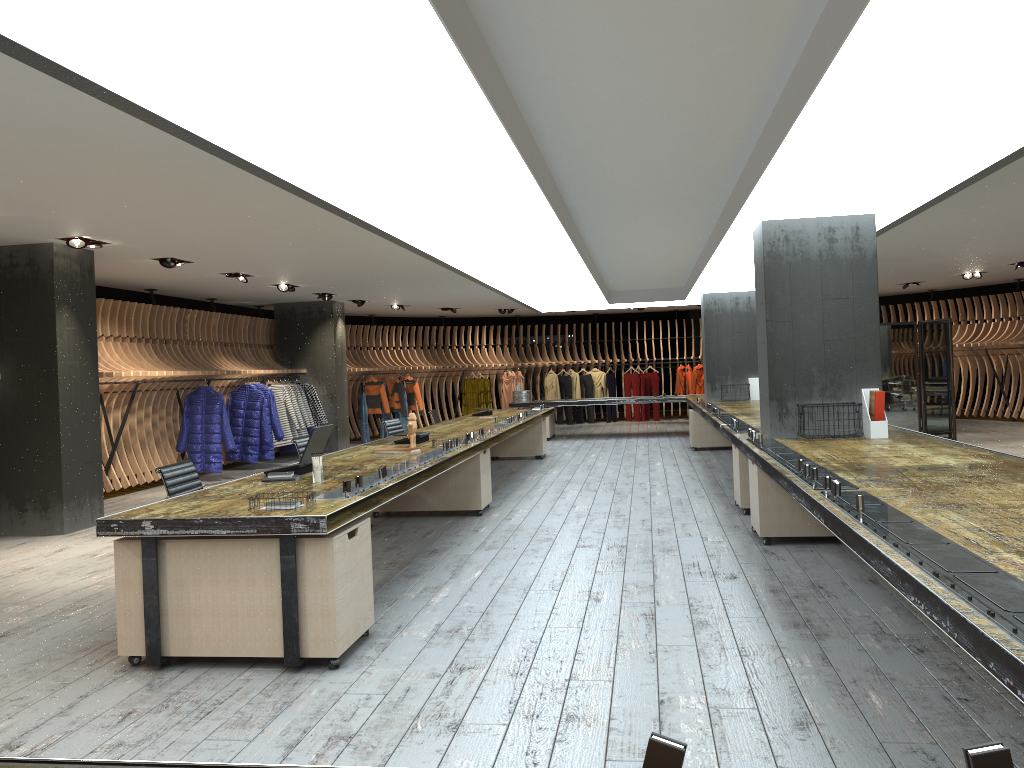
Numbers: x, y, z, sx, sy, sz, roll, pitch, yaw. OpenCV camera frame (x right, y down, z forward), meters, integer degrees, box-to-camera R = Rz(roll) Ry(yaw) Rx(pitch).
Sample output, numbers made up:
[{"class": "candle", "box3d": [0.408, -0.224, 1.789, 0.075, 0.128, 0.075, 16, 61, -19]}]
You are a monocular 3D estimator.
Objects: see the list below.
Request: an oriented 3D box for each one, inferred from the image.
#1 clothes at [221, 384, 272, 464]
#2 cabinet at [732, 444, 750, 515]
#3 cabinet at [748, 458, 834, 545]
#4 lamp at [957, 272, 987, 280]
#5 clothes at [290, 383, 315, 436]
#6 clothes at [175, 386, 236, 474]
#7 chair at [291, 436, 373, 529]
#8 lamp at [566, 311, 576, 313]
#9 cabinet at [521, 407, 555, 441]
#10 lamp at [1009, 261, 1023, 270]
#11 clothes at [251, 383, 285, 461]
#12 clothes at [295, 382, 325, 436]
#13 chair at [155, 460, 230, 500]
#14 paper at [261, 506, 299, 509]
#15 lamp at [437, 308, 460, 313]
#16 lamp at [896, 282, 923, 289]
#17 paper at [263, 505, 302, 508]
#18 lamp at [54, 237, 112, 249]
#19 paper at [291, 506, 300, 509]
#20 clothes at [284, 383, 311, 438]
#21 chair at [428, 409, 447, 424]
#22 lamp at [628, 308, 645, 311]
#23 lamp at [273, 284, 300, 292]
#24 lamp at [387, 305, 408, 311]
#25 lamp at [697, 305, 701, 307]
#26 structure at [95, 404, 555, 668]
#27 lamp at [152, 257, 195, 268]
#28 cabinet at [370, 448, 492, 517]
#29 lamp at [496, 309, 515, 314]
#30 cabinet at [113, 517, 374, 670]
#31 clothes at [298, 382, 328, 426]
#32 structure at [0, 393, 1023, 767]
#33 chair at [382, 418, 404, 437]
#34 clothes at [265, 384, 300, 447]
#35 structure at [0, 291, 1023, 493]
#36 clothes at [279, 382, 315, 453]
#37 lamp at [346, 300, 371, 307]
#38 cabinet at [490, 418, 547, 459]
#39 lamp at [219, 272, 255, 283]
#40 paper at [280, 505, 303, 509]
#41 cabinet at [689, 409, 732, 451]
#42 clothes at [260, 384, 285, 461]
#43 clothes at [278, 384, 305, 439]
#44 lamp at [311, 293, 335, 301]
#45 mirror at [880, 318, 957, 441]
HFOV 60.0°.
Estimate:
[{"class": "clothes", "box3d": [-4.221, 0.628, 13.881, 0.880, 1.260, 0.242, -2, 0, 5]}, {"class": "cabinet", "box3d": [2.653, 0.841, 8.188, 1.131, 0.630, 0.593, -2, 0, 9]}, {"class": "cabinet", "box3d": [2.452, 0.870, 6.850, 1.131, 0.630, 0.593, -2, 0, 9]}, {"class": "lamp", "box3d": [8.174, -1.998, 15.737, 0.269, 0.287, 0.492, -2, 1, -11]}, {"class": "clothes", "box3d": [-3.768, 0.512, 15.326, 0.752, 1.062, 0.128, -2, 0, 7]}, {"class": "clothes", "box3d": [-4.349, 0.648, 12.492, 0.885, 1.239, 0.245, -2, 0, 5]}, {"class": "chair", "box3d": [-1.609, 0.900, 8.007, 0.667, 0.859, 0.693, -2, 0, 0]}, {"class": "lamp", "box3d": [1.352, -1.802, 20.660, 0.493, 0.284, 0.269, -2, 0, -11]}, {"class": "cabinet", "box3d": [0.507, 0.782, 17.685, 0.593, 0.630, 1.132, -2, 1, 9]}, {"class": "lamp", "box3d": [8.147, -1.971, 14.144, 0.269, 0.291, 0.493, -2, 1, 4]}, {"class": "clothes", "box3d": [-4.044, 0.611, 13.997, 0.883, 1.246, 0.249, -2, 0, 5]}, {"class": "clothes", "box3d": [-3.696, 0.559, 15.684, 0.807, 1.187, 0.192, -2, 0, 9]}, {"class": "chair", "box3d": [-1.954, 0.946, 5.868, 0.667, 0.859, 0.693, -2, 0, -5]}, {"class": "paper", "box3d": [-1.139, 0.609, 4.406, 0.176, 0.004, 0.130, -2, 1, 13]}, {"class": "lamp", "box3d": [-1.353, -1.665, 19.068, 0.269, 0.293, 0.493, -2, 1, 41]}, {"class": "lamp", "box3d": [7.778, -2.003, 17.274, 0.269, 0.292, 0.492, -2, 1, -24]}, {"class": "paper", "box3d": [-1.139, 0.609, 4.406, 0.176, 0.004, 0.130, -2, 1, 15]}, {"class": "lamp", "box3d": [-4.060, -1.392, 8.414, 0.269, 0.296, 0.493, -2, 1, 9]}, {"class": "paper", "box3d": [-1.139, 0.611, 4.406, 0.176, 0.004, 0.130, -2, 1, 12]}, {"class": "clothes", "box3d": [-3.795, 0.516, 15.149, 0.752, 1.062, 0.128, -2, 0, 7]}, {"class": "chair", "box3d": [-0.867, 0.797, 12.807, 0.667, 0.859, 0.693, -2, 0, -5]}, {"class": "lamp", "box3d": [2.927, -1.862, 20.828, 0.492, 0.296, 0.269, -2, 0, 2]}, {"class": "lamp", "box3d": [-3.351, -1.498, 13.146, 0.269, 0.286, 0.493, -2, 1, 9]}, {"class": "lamp", "box3d": [-2.274, -1.607, 17.778, 0.269, 0.296, 0.493, -2, 1, 28]}, {"class": "lamp", "box3d": [4.482, -1.918, 20.542, 0.492, 0.298, 0.269, -2, 0, 17]}, {"class": "structure", "box3d": [-0.644, 0.848, 9.349, 1.162, 0.844, 10.453, -2, 1, 9]}, {"class": "lamp", "box3d": [-3.824, -1.428, 9.992, 0.269, 0.292, 0.493, -2, 1, 9]}, {"class": "cabinet", "box3d": [-0.814, 0.970, 8.875, 1.131, 0.630, 0.593, -2, 0, 9]}, {"class": "lamp", "box3d": [-0.124, -1.727, 20.074, 0.493, 0.297, 0.269, -3, 0, -31]}, {"class": "cabinet", "box3d": [-1.347, 1.057, 4.568, 1.131, 0.630, 0.593, -2, 0, 9]}, {"class": "clothes", "box3d": [-3.677, 0.555, 15.871, 0.799, 1.185, 0.191, -2, 0, 9]}, {"class": "structure", "box3d": [1.139, 0.784, 8.864, 4.835, 0.844, 18.478, -2, 1, 9]}, {"class": "chair", "box3d": [-1.185, 0.843, 10.619, 0.667, 0.859, 0.693, -2, 0, 5]}, {"class": "clothes", "box3d": [-3.869, 0.526, 14.657, 0.752, 1.062, 0.128, -2, 0, 7]}, {"class": "structure", "box3d": [1.148, -0.019, 4.743, 14.880, 2.440, 36.560, -2, 1, 9]}, {"class": "clothes", "box3d": [-3.863, 0.582, 15.548, 0.885, 1.239, 0.245, -2, 0, 5]}, {"class": "lamp", "box3d": [-2.820, -1.564, 16.289, 0.269, 0.292, 0.493, -2, 1, 15]}, {"class": "cabinet", "box3d": [-0.045, 0.860, 14.024, 1.131, 0.630, 0.593, -2, 0, 9]}, {"class": "lamp", "box3d": [-3.588, -1.460, 11.569, 0.269, 0.294, 0.493, -2, 1, 9]}, {"class": "paper", "box3d": [-1.139, 0.610, 4.406, 0.176, 0.004, 0.130, -2, 1, 15]}, {"class": "cabinet", "box3d": [3.430, 0.718, 14.195, 1.131, 0.630, 0.593, -2, 0, 9]}, {"class": "clothes", "box3d": [-4.095, 0.612, 14.185, 0.885, 1.239, 0.245, -2, 0, 5]}, {"class": "clothes", "box3d": [-3.834, 0.521, 14.890, 0.752, 1.062, 0.128, -2, 0, 7]}, {"class": "lamp", "box3d": [-3.115, -1.528, 14.724, 0.269, 0.292, 0.493, -2, 1, 9]}, {"class": "mirror", "box3d": [5.867, -0.006, 13.765, 0.443, 1.892, 2.111, -2, 0, -40]}]
